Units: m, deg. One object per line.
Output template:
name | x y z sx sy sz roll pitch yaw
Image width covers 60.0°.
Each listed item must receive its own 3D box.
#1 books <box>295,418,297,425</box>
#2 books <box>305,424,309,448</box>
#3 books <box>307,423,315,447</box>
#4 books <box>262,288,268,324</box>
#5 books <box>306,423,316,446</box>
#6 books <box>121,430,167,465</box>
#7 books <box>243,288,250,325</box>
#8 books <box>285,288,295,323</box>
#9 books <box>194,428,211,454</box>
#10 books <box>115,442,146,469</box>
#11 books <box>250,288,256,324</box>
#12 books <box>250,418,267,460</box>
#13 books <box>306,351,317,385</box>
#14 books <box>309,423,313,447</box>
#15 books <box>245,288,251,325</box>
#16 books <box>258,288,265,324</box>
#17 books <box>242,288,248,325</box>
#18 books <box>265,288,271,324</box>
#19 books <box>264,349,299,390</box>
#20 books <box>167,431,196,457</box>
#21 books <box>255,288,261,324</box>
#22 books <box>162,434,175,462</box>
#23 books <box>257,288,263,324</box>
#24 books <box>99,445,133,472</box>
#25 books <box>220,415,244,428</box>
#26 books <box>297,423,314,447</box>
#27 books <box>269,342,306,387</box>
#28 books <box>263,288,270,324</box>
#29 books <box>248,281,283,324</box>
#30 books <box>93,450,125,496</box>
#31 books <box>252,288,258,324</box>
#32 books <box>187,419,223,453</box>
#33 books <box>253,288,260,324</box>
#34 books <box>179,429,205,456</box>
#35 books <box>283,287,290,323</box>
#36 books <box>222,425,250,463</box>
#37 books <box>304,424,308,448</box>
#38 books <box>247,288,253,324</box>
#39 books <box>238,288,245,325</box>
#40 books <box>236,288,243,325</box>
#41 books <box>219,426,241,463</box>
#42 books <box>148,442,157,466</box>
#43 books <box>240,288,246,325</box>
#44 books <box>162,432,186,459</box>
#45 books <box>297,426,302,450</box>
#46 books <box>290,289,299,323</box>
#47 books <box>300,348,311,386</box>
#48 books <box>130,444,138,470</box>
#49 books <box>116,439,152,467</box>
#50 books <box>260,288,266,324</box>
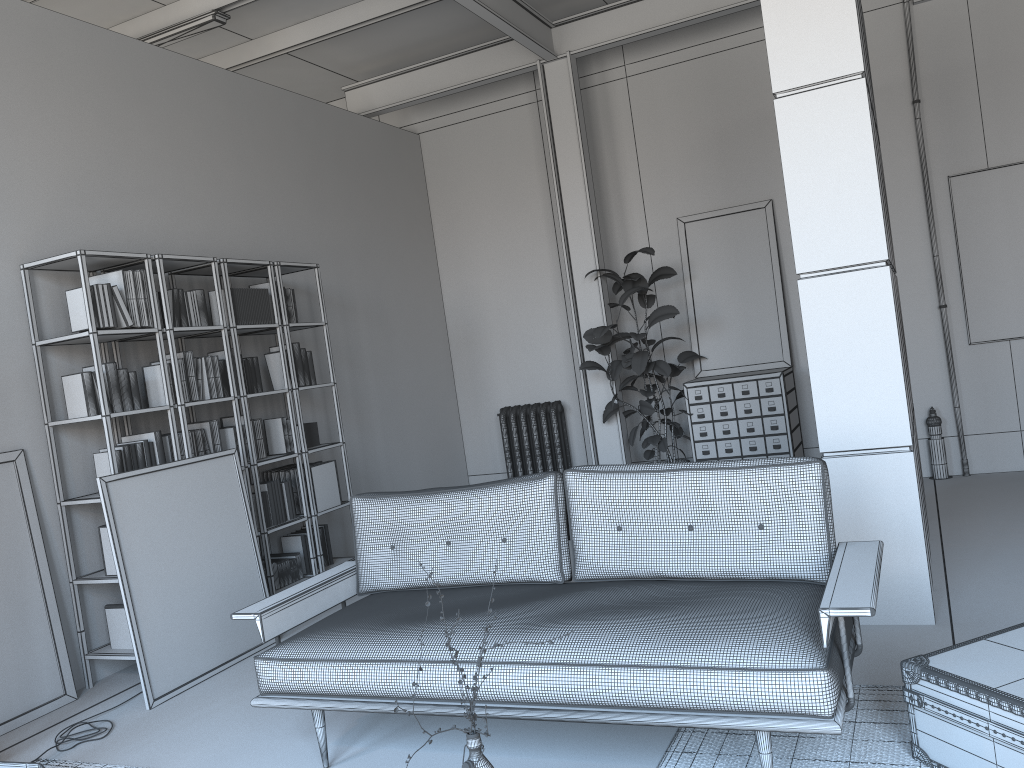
books | -1.536 0.354 6.059 0.176 0.232 0.015 -7 2 25
books | -1.467 0.370 6.118 0.134 0.177 0.012 -7 2 25
books | -1.438 0.364 6.181 0.134 0.177 0.012 -7 2 25
books | -1.669 -0.489 5.742 0.182 0.240 0.016 -7 2 25
books | -1.434 0.363 6.191 0.134 0.177 0.012 -7 2 25
books | -2.039 0.420 4.937 0.243 0.299 0.048 -8 2 15
books | -1.740 -0.474 5.585 0.182 0.240 0.016 -7 2 25
books | -1.583 -0.518 6.045 0.180 0.248 0.054 -7 2 25
books | -1.902 0.406 5.327 0.193 0.267 0.084 -7 2 24
books | -2.074 0.450 4.821 0.180 0.248 0.054 -8 2 15
books | -1.714 -0.480 5.642 0.182 0.240 0.016 -7 2 25
books | -1.701 0.365 5.720 0.193 0.265 0.091 -7 2 25
books | -1.460 -0.100 6.187 0.180 0.244 0.057 -7 2 25
books | -1.448 0.366 6.160 0.134 0.177 0.012 -7 2 25
books | -1.734 -0.476 5.599 0.182 0.240 0.016 -7 2 25
books | -1.682 -0.486 5.713 0.182 0.240 0.016 -7 2 25
books | -1.747 -0.473 5.571 0.182 0.240 0.016 -7 2 25
books | -1.656 -0.492 5.770 0.182 0.240 0.016 -7 2 25
books | -1.546 -0.091 5.955 0.195 0.268 0.084 -7 2 26
books | -1.950 0.415 5.199 0.193 0.265 0.062 -7 2 25
books | -1.695 -0.484 5.685 0.182 0.240 0.016 -7 2 25
books | -1.993 0.425 5.077 0.193 0.265 0.062 -7 2 25
books | -1.689 -0.485 5.699 0.182 0.240 0.016 -7 2 25
books | -2.102 0.457 4.736 0.170 0.245 0.043 -8 2 15
books | -1.761 0.354 5.677 0.222 0.303 0.038 -7 2 25
books | -1.443 0.365 6.170 0.134 0.177 0.012 -7 2 25
books | -1.519 -0.119 6.022 0.224 0.304 0.071 -7 2 25
books | -1.663 -0.490 5.756 0.182 0.240 0.016 -7 2 25
books | -1.644 -0.528 5.936 0.243 0.299 0.048 -7 2 25
books | -2.119 0.469 4.684 0.162 0.229 0.053 -7 2 22
books | -1.708 -0.481 5.656 0.182 0.240 0.016 -7 2 25
books | -1.873 0.378 5.393 0.222 0.303 0.071 -7 2 25
books | -1.701 -0.482 5.670 0.182 0.240 0.016 -7 2 25
books | -1.912 0.408 5.252 0.193 0.265 0.062 -7 2 25
books | -1.605 -0.518 6.010 0.189 0.258 0.027 -7 2 25
books | -1.740 0.385 5.609 0.178 0.244 0.057 -7 2 25
books | -1.472 0.371 6.107 0.134 0.177 0.012 -7 2 25
books | -1.727 -0.477 5.613 0.182 0.240 0.016 -7 2 25
books | -1.760 -0.471 5.542 0.182 0.240 0.016 -7 2 25
books | -1.766 -0.469 5.528 0.182 0.240 0.016 -7 2 25
books | -1.775 0.391 5.560 0.178 0.244 0.057 -7 2 25
books | -2.050 0.449 4.889 0.194 0.241 0.030 -8 2 12
books | -1.753 -0.472 5.556 0.182 0.240 0.016 -7 2 25
books | -1.972 0.420 5.138 0.193 0.265 0.062 -7 2 25
books | -1.495 0.376 6.055 0.134 0.177 0.012 -7 2 25
books | -1.557 -0.521 6.086 0.168 0.243 0.029 -7 2 20
books | -1.497 -0.104 6.113 0.195 0.266 0.091 -7 2 25
books | -2.092 0.455 4.776 0.168 0.243 0.029 -8 2 10
books | -2.059 0.442 4.858 0.189 0.258 0.027 -8 2 15
books | -1.676 -0.488 5.727 0.182 0.240 0.016 -7 2 25
